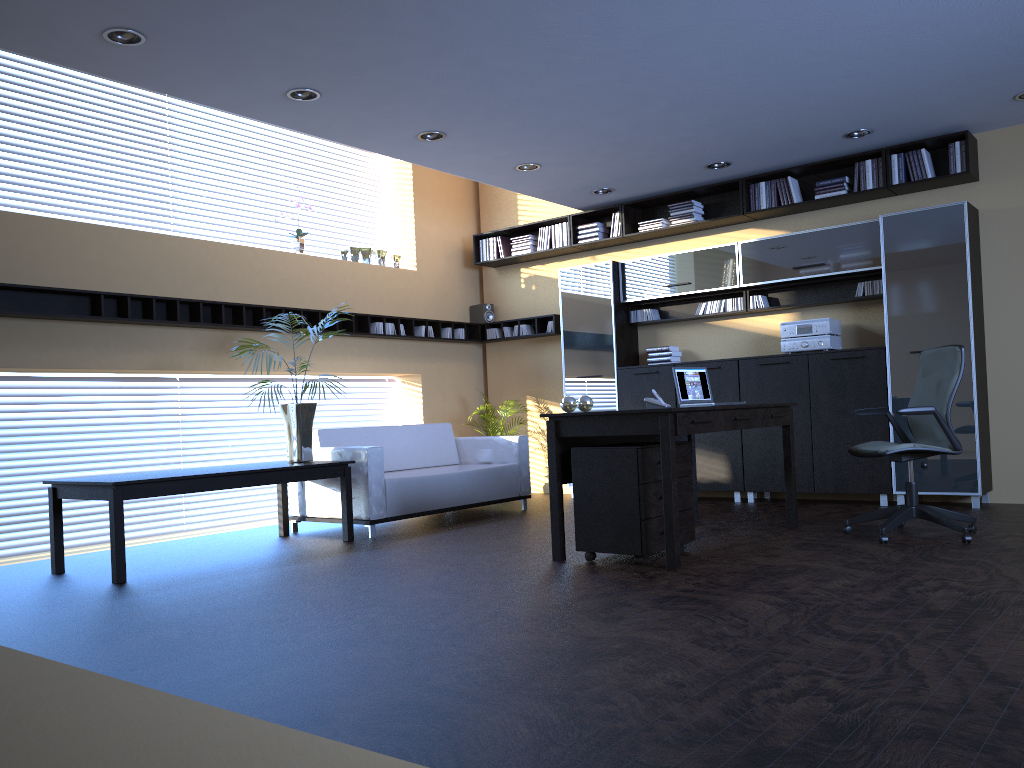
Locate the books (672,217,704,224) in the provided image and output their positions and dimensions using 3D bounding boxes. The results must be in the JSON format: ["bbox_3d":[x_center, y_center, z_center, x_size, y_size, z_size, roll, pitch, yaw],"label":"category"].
[{"bbox_3d":[1.723,-1.579,8.649,0.258,0.028,0.207,-4,-3,38],"label":"books"}]

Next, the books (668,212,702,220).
[{"bbox_3d":[1.696,-1.633,8.684,0.258,0.028,0.207,-4,-3,37],"label":"books"}]

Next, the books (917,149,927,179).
[{"bbox_3d":[3.406,-1.789,7.315,0.075,0.259,0.207,-3,-1,38],"label":"books"}]

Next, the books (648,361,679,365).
[{"bbox_3d":[1.522,-0.191,8.832,0.258,0.050,0.207,-4,-3,38],"label":"books"}]

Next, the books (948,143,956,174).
[{"bbox_3d":[3.590,-1.802,7.189,0.050,0.258,0.207,-3,-1,37],"label":"books"}]

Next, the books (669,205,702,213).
[{"bbox_3d":[1.697,-1.692,8.657,0.258,0.028,0.207,-4,-3,37],"label":"books"}]

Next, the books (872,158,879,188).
[{"bbox_3d":[3.118,-1.767,7.543,0.050,0.258,0.207,-3,-1,38],"label":"books"}]

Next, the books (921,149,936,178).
[{"bbox_3d":[3.430,-1.790,7.294,0.075,0.259,0.207,-3,-1,37],"label":"books"}]

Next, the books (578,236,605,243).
[{"bbox_3d":[0.856,-1.495,9.318,0.258,0.050,0.207,-4,-3,38],"label":"books"}]

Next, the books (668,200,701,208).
[{"bbox_3d":[1.687,-1.748,8.664,0.258,0.028,0.207,-4,-3,38],"label":"books"}]

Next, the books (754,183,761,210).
[{"bbox_3d":[2.305,-1.707,8.192,0.050,0.258,0.207,-3,-1,38],"label":"books"}]

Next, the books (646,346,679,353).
[{"bbox_3d":[1.502,-0.343,8.849,0.258,0.050,0.207,-4,-3,37],"label":"books"}]

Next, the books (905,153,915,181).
[{"bbox_3d":[3.343,-1.783,7.390,0.075,0.259,0.207,-3,-1,38],"label":"books"}]

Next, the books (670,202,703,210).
[{"bbox_3d":[1.703,-1.721,8.648,0.258,0.028,0.207,-4,-3,37],"label":"books"}]

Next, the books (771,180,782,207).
[{"bbox_3d":[2.428,-1.716,8.096,0.050,0.258,0.207,-3,-1,38],"label":"books"}]

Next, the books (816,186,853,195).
[{"bbox_3d":[2.828,-1.683,7.781,0.258,0.031,0.207,-4,-3,38],"label":"books"}]

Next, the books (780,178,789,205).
[{"bbox_3d":[2.502,-1.721,8.034,0.075,0.259,0.207,-3,-1,38],"label":"books"}]

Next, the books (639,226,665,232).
[{"bbox_3d":[1.438,-1.530,8.851,0.258,0.028,0.207,-4,-3,39],"label":"books"}]

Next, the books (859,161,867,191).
[{"bbox_3d":[3.041,-1.761,7.613,0.050,0.258,0.207,-3,-1,38],"label":"books"}]

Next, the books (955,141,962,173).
[{"bbox_3d":[3.619,-1.804,7.153,0.036,0.258,0.207,-3,-1,38],"label":"books"}]

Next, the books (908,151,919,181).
[{"bbox_3d":[3.355,-1.785,7.354,0.075,0.259,0.207,-3,-1,38],"label":"books"}]

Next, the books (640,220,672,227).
[{"bbox_3d":[1.442,-1.586,8.857,0.258,0.028,0.207,-4,-3,37],"label":"books"}]

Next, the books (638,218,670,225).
[{"bbox_3d":[1.427,-1.614,8.876,0.258,0.028,0.207,-4,-3,37],"label":"books"}]

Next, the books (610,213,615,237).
[{"bbox_3d":[1.087,-1.617,9.140,0.075,0.259,0.207,-3,-1,38],"label":"books"}]

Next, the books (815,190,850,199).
[{"bbox_3d":[2.827,-1.640,7.793,0.258,0.050,0.207,-4,-3,37],"label":"books"}]

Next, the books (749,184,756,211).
[{"bbox_3d":[2.265,-1.704,8.224,0.050,0.258,0.207,-3,-1,38],"label":"books"}]

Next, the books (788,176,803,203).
[{"bbox_3d":[2.554,-1.726,7.976,0.072,0.257,0.207,-3,-1,37],"label":"books"}]

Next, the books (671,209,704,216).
[{"bbox_3d":[1.713,-1.664,8.659,0.258,0.028,0.207,-4,-3,38],"label":"books"}]

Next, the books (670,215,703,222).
[{"bbox_3d":[1.706,-1.606,8.660,0.258,0.028,0.207,-4,-3,37],"label":"books"}]

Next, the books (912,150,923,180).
[{"bbox_3d":[3.383,-1.787,7.337,0.075,0.259,0.207,-3,-1,39],"label":"books"}]

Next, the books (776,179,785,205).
[{"bbox_3d":[2.477,-1.720,8.054,0.075,0.259,0.207,-3,-1,38],"label":"books"}]

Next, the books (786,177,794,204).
[{"bbox_3d":[2.552,-1.725,8.011,0.072,0.257,0.207,-3,-1,38],"label":"books"}]

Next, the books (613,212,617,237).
[{"bbox_3d":[1.114,-1.619,9.124,0.075,0.259,0.207,-3,-1,37],"label":"books"}]

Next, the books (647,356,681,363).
[{"bbox_3d":[1.515,-0.241,8.843,0.258,0.050,0.207,-4,-3,38],"label":"books"}]

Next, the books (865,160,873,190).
[{"bbox_3d":[3.077,-1.764,7.574,0.050,0.258,0.207,-3,-1,38],"label":"books"}]

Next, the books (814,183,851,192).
[{"bbox_3d":[2.817,-1.714,7.788,0.258,0.031,0.207,-4,-3,37],"label":"books"}]

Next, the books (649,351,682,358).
[{"bbox_3d":[1.528,-0.293,8.843,0.258,0.050,0.207,-4,-3,38],"label":"books"}]

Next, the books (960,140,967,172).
[{"bbox_3d":[3.655,-1.807,7.125,0.050,0.258,0.207,-3,-1,38],"label":"books"}]

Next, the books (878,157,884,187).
[{"bbox_3d":[3.158,-1.770,7.510,0.050,0.258,0.207,-3,-1,38],"label":"books"}]

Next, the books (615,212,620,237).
[{"bbox_3d":[1.131,-1.621,9.093,0.075,0.259,0.207,-3,-1,37],"label":"books"}]

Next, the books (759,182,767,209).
[{"bbox_3d":[2.343,-1.710,8.156,0.050,0.258,0.207,-3,-1,38],"label":"books"}]

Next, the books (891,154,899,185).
[{"bbox_3d":[3.238,-1.776,7.444,0.050,0.258,0.207,-3,-1,37],"label":"books"}]

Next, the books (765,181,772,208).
[{"bbox_3d":[2.388,-1.713,8.130,0.050,0.258,0.207,-3,-1,38],"label":"books"}]

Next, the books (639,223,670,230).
[{"bbox_3d":[1.429,-1.558,8.860,0.258,0.028,0.207,-4,-3,38],"label":"books"}]

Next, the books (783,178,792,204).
[{"bbox_3d":[2.525,-1.721,8.011,0.072,0.257,0.207,-3,-1,38],"label":"books"}]

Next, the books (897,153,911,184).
[{"bbox_3d":[3.279,-1.779,7.413,0.050,0.258,0.207,-3,-1,38],"label":"books"}]

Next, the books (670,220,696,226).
[{"bbox_3d":[1.702,-1.549,8.654,0.258,0.028,0.207,-4,-3,38],"label":"books"}]

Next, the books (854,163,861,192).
[{"bbox_3d":[2.997,-1.758,7.644,0.055,0.260,0.207,-3,-1,38],"label":"books"}]

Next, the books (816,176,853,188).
[{"bbox_3d":[2.827,-1.756,7.769,0.258,0.050,0.207,-4,-3,38],"label":"books"}]
